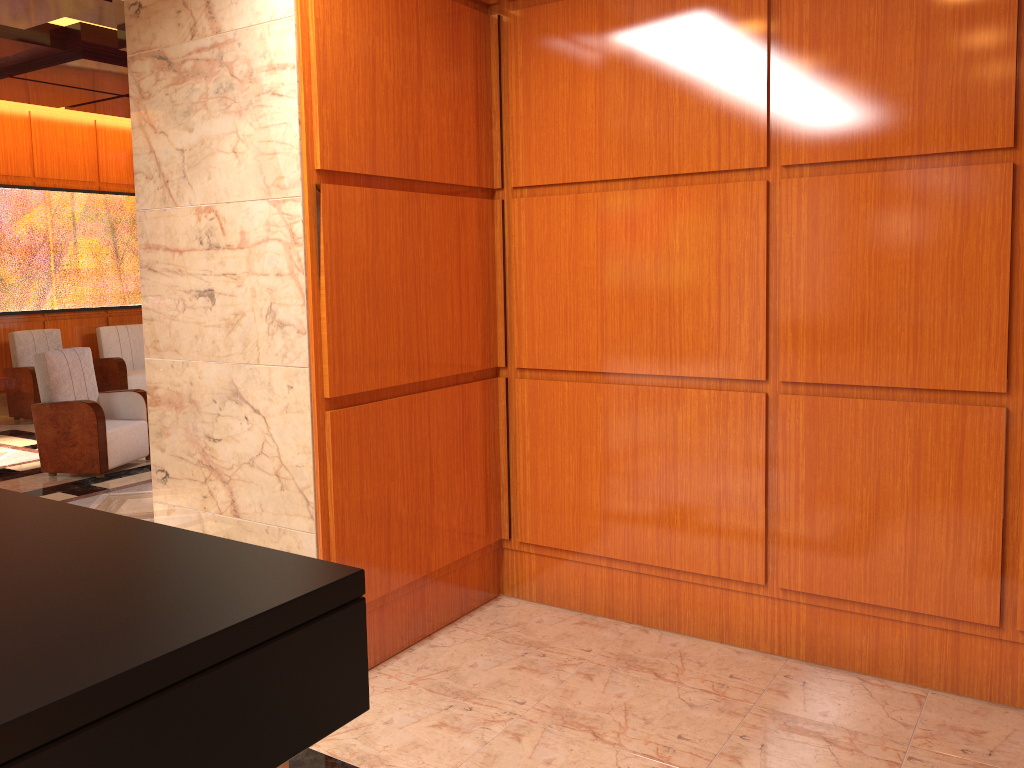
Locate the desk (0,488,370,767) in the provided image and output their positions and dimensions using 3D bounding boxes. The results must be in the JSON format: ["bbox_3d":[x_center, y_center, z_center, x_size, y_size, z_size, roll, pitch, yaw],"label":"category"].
[{"bbox_3d":[-1.368,0.956,0.238,0.942,1.137,2.936,3,8,33],"label":"desk"}]

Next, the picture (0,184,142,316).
[{"bbox_3d":[-5.276,-1.577,10.466,0.056,1.447,2.003,2,7,33],"label":"picture"}]

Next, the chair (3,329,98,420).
[{"bbox_3d":[-5.096,-0.116,9.776,0.629,0.957,0.740,2,7,32],"label":"chair"}]

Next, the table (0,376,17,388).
[{"bbox_3d":[-5.650,0.249,8.750,0.725,0.532,1.171,4,9,36],"label":"table"}]

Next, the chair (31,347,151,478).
[{"bbox_3d":[-3.351,0.196,7.097,0.628,0.957,0.741,0,6,12],"label":"chair"}]

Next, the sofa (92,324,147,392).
[{"bbox_3d":[-4.311,-0.304,11.188,0.613,0.929,1.805,3,8,33],"label":"sofa"}]
